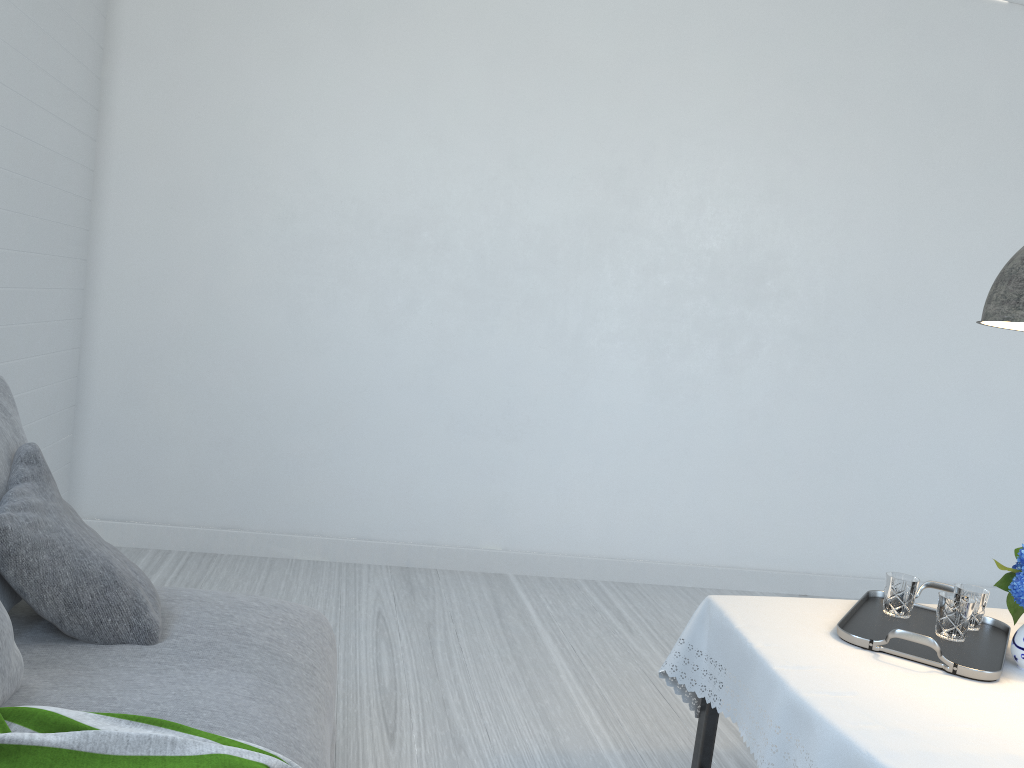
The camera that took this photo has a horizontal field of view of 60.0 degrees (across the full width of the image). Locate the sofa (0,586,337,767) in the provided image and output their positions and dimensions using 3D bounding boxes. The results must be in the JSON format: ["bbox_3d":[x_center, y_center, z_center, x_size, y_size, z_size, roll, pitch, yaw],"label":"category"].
[{"bbox_3d":[0.203,0.988,1.425,3.395,0.900,3.401,6,5,-11],"label":"sofa"}]

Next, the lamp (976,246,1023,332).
[{"bbox_3d":[1.606,-1.128,2.086,0.601,2.048,0.599,3,7,-40],"label":"lamp"}]

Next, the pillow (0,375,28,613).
[{"bbox_3d":[-1.369,0.291,2.298,0.279,0.562,0.637,6,5,-10],"label":"pillow"}]

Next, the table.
[{"bbox_3d":[1.270,1.095,2.275,1.671,0.726,1.325,6,5,-10],"label":"table"}]

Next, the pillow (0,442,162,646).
[{"bbox_3d":[-1.111,0.412,2.269,0.417,0.464,0.379,5,6,-26],"label":"pillow"}]

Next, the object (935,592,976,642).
[{"bbox_3d":[1.227,0.648,2.464,0.096,0.120,0.095,5,6,-27],"label":"object"}]

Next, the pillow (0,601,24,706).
[{"bbox_3d":[-1.117,0.410,1.634,0.296,0.574,0.508,6,5,-11],"label":"pillow"}]

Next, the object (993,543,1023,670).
[{"bbox_3d":[1.379,0.563,2.288,0.236,0.377,0.265,6,5,-9],"label":"object"}]

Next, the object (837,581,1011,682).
[{"bbox_3d":[1.163,0.663,2.479,0.398,0.092,0.651,10,5,31],"label":"object"}]

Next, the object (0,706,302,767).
[{"bbox_3d":[-0.505,0.863,1.553,1.579,0.834,0.622,8,5,13],"label":"object"}]

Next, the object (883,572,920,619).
[{"bbox_3d":[1.146,0.626,2.623,0.095,0.120,0.095,8,5,13],"label":"object"}]

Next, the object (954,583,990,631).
[{"bbox_3d":[1.333,0.652,2.588,0.095,0.120,0.095,8,5,13],"label":"object"}]
